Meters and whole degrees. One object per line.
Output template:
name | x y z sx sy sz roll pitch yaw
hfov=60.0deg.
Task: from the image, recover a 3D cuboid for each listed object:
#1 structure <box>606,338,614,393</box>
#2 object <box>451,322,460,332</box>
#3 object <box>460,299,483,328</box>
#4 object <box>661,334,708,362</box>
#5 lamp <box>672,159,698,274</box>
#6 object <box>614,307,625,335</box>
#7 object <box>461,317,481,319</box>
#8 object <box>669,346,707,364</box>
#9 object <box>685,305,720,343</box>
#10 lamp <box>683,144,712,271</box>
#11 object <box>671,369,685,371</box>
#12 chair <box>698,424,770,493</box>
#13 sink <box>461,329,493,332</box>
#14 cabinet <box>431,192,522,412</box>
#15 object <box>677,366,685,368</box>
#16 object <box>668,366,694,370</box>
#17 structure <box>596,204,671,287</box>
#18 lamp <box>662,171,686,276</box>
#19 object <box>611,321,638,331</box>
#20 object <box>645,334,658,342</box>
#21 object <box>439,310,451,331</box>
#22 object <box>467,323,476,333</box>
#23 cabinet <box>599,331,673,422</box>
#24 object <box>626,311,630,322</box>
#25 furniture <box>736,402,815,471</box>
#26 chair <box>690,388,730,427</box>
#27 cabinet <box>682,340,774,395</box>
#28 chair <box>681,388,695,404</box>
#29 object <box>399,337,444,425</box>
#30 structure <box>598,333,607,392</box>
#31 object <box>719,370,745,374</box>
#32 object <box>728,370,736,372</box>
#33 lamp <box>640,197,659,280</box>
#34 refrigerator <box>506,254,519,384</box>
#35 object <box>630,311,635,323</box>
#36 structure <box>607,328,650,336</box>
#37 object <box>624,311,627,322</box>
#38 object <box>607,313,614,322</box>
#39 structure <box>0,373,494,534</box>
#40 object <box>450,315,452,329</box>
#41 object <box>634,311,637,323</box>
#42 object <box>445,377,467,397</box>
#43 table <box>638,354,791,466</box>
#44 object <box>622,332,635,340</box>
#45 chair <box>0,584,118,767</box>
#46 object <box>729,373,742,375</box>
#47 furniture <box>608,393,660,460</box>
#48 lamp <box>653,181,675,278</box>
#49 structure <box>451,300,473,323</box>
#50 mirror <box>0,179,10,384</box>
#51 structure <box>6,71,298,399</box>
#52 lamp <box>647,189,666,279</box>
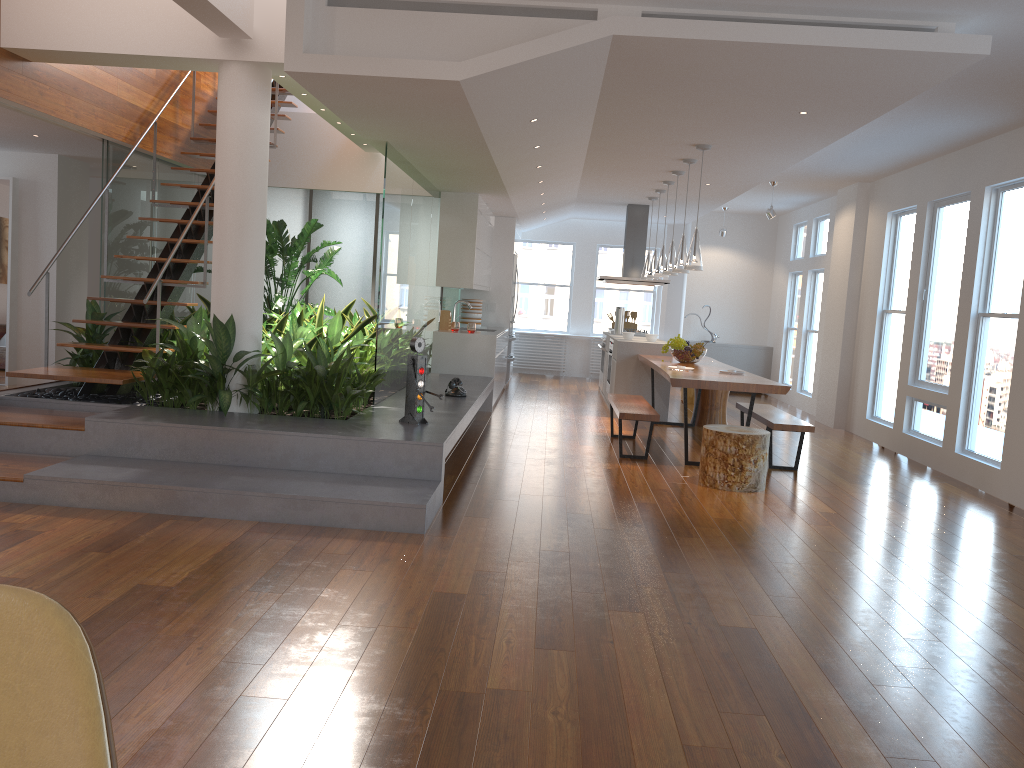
structure | 1.167 -0.206 10.481 0.072 0.648 0.644 4 6 2
object | -0.614 -0.619 9.595 0.094 0.106 0.094 5 6 8
object | -0.513 -0.885 11.144 0.267 0.356 0.266 7 6 28
object | 1.670 -0.339 8.540 0.394 0.284 0.292 0 7 -33
lamp | 1.538 -1.517 7.856 0.160 1.060 0.160 7 6 29
object | 1.393 -0.808 11.384 0.172 0.356 0.120 -1 7 -39
object | -0.533 -0.842 11.537 0.265 0.196 0.284 9 8 44
object | 1.690 -0.273 8.531 0.360 0.159 0.360 0 7 -34
object | 2.909 -0.918 13.460 0.590 0.563 0.210 1 6 -26
lamp | 1.504 -1.449 7.137 0.160 1.060 0.160 7 6 29
object | 1.426 -0.116 7.476 0.164 0.006 0.017 4 6 7
chair | 1.569 0.519 6.272 0.460 0.400 0.460 5 6 12
sink | -0.422 -0.530 10.588 0.449 0.192 0.666 4 6 2
cabinet | -0.368 -1.059 11.574 0.676 2.280 4.565 4 6 2
object | 1.444 -0.138 7.575 0.070 0.030 0.079 0 7 -34
object | 1.444 -0.132 7.576 0.222 0.020 0.222 9 8 43
structure | 1.635 -2.020 11.690 0.909 1.405 0.900 4 6 2
lamp | 1.572 -1.585 8.575 0.160 1.060 0.160 7 6 29
object | 1.558 -0.788 12.287 0.353 0.157 0.084 4 6 2
object | 1.551 -0.510 9.855 0.152 0.082 0.152 0 7 -37
object | -0.739 -0.709 9.865 0.104 0.222 0.200 4 6 2
object | -0.435 -0.602 9.542 0.094 0.106 0.094 5 6 8
cabinet | 1.473 -0.166 10.977 0.597 0.832 2.936 4 6 2
object | 1.597 -0.863 12.268 0.057 0.299 0.019 4 6 2
furniture | 2.203 0.441 7.581 0.316 0.389 1.433 4 6 2
chair | 2.117 0.221 9.451 0.396 0.455 0.402 3 6 -8
cabinet | 3.252 -0.256 13.551 1.309 0.725 0.420 4 6 2
chair | 2.426 0.032 11.645 0.344 0.430 0.549 4 6 6
object | -0.566 -0.015 5.691 0.318 0.565 0.134 8 7 38
structure | 1.477 -0.280 11.879 0.649 0.735 0.890 4 6 2
object | 1.862 -0.098 7.511 0.222 0.020 0.222 3 6 -6
object | 1.862 -0.104 7.511 0.070 0.030 0.079 -2 8 -44
lamp | 1.673 -1.791 10.732 0.160 1.060 0.160 7 6 29
refrigerator | -0.292 -0.912 12.331 0.725 1.772 0.908 4 6 2
object | 1.661 -0.858 12.268 0.068 0.298 0.039 4 6 2
structure | 1.547 -0.701 11.848 0.520 0.073 0.650 4 6 2
object | 1.564 -0.867 12.289 0.061 0.299 0.040 4 6 0
object | 1.407 -0.861 12.295 0.199 0.259 0.016 5 6 13
structure | -1.838 0.216 7.322 3.088 0.386 5.584 4 6 2
object | -0.715 -0.706 10.114 0.100 0.170 0.173 4 6 4
object | 1.699 -0.857 12.284 0.057 0.294 0.030 4 6 2
object | -0.482 0.024 7.417 0.216 0.155 0.181 0 7 -33
table | 1.737 0.053 9.581 0.893 0.704 5.996 4 6 2
object | 1.308 -0.539 9.989 0.152 0.082 0.152 9 7 41
chair | -0.671 0.731 0.983 0.856 0.752 0.867 4 6 7
object | 1.870 -0.088 7.405 0.158 0.017 0.019 3 6 -3
furniture | 1.014 0.358 7.629 0.316 0.389 1.433 4 6 2
lamp | 1.605 -1.654 9.294 0.160 1.060 0.160 7 6 29
structure | -0.602 -0.742 10.604 0.248 0.536 0.115 4 6 2
mirror | -5.696 -1.059 8.929 1.267 2.044 0.049 4 6 2
structure | -1.882 -1.933 7.786 2.552 4.265 4.591 4 6 2
lamp | 1.639 -1.722 10.013 0.160 1.060 0.160 7 6 29
